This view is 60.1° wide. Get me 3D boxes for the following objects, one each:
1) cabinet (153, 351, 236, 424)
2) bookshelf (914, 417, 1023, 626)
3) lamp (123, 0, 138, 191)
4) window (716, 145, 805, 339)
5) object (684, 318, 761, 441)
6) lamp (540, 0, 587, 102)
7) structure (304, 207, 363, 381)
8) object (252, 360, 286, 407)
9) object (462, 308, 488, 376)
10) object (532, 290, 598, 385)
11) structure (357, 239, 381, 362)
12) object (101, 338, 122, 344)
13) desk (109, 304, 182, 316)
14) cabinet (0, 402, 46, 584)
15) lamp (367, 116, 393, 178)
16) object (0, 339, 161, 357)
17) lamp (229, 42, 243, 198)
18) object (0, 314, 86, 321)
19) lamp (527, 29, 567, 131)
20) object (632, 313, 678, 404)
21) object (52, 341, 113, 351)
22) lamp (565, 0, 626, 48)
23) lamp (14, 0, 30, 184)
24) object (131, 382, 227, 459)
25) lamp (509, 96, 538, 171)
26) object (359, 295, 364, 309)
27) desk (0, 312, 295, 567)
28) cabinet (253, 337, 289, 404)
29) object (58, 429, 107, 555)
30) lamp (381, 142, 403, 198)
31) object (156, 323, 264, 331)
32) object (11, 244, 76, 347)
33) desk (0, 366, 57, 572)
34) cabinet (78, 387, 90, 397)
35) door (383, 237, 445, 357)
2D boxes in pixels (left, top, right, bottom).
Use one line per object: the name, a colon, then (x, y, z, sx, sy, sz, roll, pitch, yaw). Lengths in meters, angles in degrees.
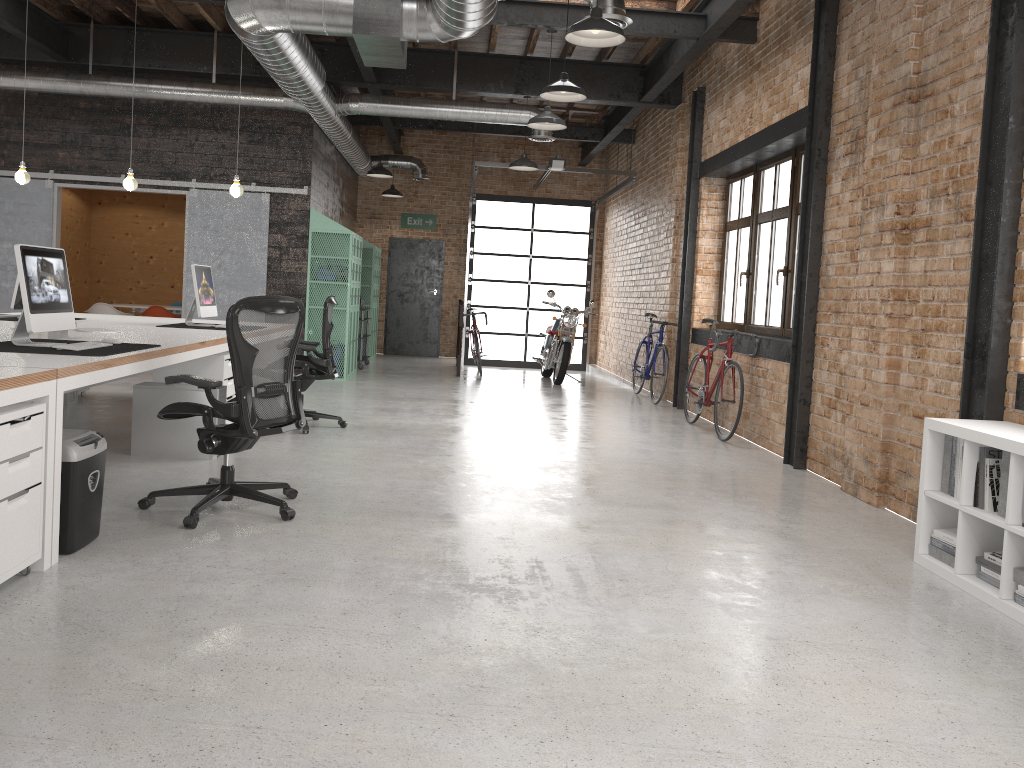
cabinet: (-2.169, 0.105, 6.072, 0.459, 0.646, 0.389, 3, 3, -4)
bookshelf: (2.157, 0.584, 3.394, 0.400, 0.683, 1.549, 3, 5, -4)
lamp: (-3.328, -2.539, 7.781, 0.123, 1.674, 0.124, 3, 3, -6)
window: (2.565, -0.996, 5.407, 0.147, 1.686, 8.665, 3, 5, -4)
object: (1.841, -0.077, 8.167, 0.401, 1.037, 1.744, 3, 5, -9)
lamp: (0.431, -2.888, 6.789, 0.362, 1.359, 0.363, 3, 3, 3)
structure: (-2.270, -1.146, 11.395, 0.556, 2.095, 1.121, 3, 3, -4)
object: (-2.291, 0.020, 7.883, 0.541, 0.454, 0.221, 3, 3, -4)
object: (-0.568, -0.674, 13.941, 0.410, 1.030, 1.739, 3, 5, 2)
object: (0.728, -0.702, 13.124, 0.813, 1.356, 2.184, 2, 5, -16)
structure: (-2.470, -1.454, 14.456, 0.556, 2.095, 1.121, 3, 3, -4)
object: (-2.116, -0.226, 4.676, 0.106, 0.028, 0.059, 3, 5, -5)
desk: (-4.844, -0.752, 12.949, 1.998, 0.729, 1.001, 3, 5, -3)
cabinet: (-1.975, 0.402, 3.119, 0.459, 0.646, 0.389, 3, 3, -4)
lamp: (-1.772, -3.511, 12.089, 0.361, 1.335, 0.363, 2, 3, -26)
object: (-2.215, -0.183, 4.380, 0.687, 0.008, 0.851, 3, 6, -4)
lamp: (-2.411, -2.495, 7.844, 0.123, 1.674, 0.124, 3, 3, -6)
object: (-3.787, -0.507, 6.821, 0.687, 0.008, 0.851, 3, 6, -5)
lamp: (0.338, -2.757, 8.002, 0.362, 0.854, 0.362, 4, 3, 13)
object: (1.673, -0.336, 10.742, 0.401, 1.037, 1.744, 3, 5, -9)
object: (-2.102, -0.187, 4.349, 0.118, 0.017, 0.440, 3, 6, -4)
lamp: (0.518, -2.480, 5.255, 0.362, 0.854, 0.362, 4, 3, 19)
lamp: (-4.244, -2.584, 7.719, 0.123, 1.674, 0.124, 3, 3, -6)
object: (-2.151, 0.235, 5.749, 0.541, 0.454, 0.221, 3, 3, -4)
lamp: (0.162, -3.026, 10.680, 0.361, 0.854, 0.363, 2, 3, -26)
object: (-2.309, -1.203, 12.888, 0.309, 0.262, 0.461, 3, 5, -4)
desk: (-3.078, 0.013, 5.875, 2.311, 0.767, 5.128, 3, 5, -4)
cabinet: (-2.309, -0.110, 8.208, 0.459, 0.646, 0.389, 3, 3, -4)
object: (-1.872, 0.442, 3.703, 0.250, 0.464, 0.339, 3, 4, -4)
lamp: (-1.934, -3.759, 14.550, 0.361, 1.335, 0.363, 2, 3, -26)
object: (-2.396, -0.461, 7.137, 0.687, 0.008, 0.851, 3, 6, -5)
object: (-2.313, -0.432, 4.349, 0.189, 0.484, 0.485, 3, 4, -4)
desk: (-2.743, 0.526, 0.774, 2.311, 0.767, 5.128, 3, 5, -4)
cabinet: (-4.152, -0.198, 8.072, 0.459, 0.646, 0.389, 3, 3, -4)
door: (-1.757, -1.556, 15.919, 0.998, 2.094, 0.218, 3, 3, -4)
